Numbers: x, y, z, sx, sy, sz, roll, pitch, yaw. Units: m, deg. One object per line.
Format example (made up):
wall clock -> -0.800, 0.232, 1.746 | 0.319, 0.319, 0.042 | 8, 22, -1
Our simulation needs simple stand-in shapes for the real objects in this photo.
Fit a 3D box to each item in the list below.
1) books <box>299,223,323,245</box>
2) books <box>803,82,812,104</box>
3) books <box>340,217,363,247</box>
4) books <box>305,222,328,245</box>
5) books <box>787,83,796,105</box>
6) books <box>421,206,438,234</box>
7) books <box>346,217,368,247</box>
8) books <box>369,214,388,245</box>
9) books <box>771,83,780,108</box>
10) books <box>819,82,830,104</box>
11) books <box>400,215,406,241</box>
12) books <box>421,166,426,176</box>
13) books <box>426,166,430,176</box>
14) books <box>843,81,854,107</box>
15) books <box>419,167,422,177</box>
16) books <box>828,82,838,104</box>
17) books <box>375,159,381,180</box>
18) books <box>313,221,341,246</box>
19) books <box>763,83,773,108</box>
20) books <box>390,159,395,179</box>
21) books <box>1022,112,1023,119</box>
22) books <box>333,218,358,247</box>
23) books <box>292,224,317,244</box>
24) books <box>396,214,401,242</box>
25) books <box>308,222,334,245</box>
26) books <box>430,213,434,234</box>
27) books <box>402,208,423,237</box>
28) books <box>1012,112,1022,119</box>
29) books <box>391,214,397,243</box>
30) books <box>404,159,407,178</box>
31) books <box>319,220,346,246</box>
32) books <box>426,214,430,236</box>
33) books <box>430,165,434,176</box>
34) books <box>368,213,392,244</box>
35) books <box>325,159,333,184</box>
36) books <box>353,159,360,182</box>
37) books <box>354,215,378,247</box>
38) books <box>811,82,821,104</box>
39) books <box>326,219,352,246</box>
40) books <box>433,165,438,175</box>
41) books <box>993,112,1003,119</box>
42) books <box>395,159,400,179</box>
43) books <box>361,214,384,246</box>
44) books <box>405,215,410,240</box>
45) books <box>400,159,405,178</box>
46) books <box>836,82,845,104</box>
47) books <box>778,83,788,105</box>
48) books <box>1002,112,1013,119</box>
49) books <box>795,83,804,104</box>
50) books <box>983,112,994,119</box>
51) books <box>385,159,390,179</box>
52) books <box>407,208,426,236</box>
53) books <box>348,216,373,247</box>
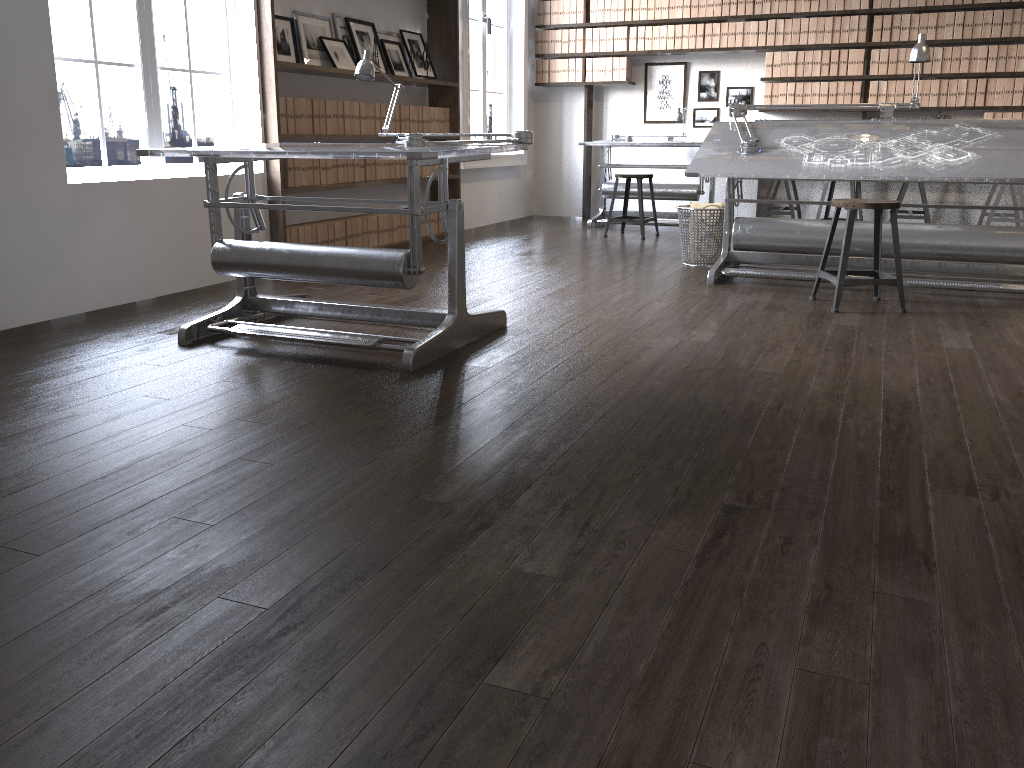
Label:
books -> -1.355, -0.957, 5.927 | 0.175, 0.223, 0.067 | 6, 14, 22
books -> 2.681, -2.610, 8.019 | 0.067, 0.223, 0.176 | 5, 15, 22
books -> -1.167, -1.081, 6.374 | 0.175, 0.223, 0.067 | 6, 14, 22
books -> -1.334, -0.974, 5.990 | 0.175, 0.223, 0.067 | 6, 14, 22
books -> 2.550, -2.623, 8.067 | 0.067, 0.223, 0.176 | 5, 15, 22
books -> -0.715, -1.377, 7.433 | 0.175, 0.223, 0.067 | 6, 14, 22
books -> -1.139, -1.097, 6.429 | 0.175, 0.223, 0.067 | 6, 14, 22
books -> -1.029, -1.170, 6.693 | 0.175, 0.223, 0.067 | 6, 14, 22
books -> 2.426, -2.638, 8.121 | 0.067, 0.223, 0.176 | 5, 15, 22
books -> 2.810, -2.593, 7.959 | 0.067, 0.223, 0.176 | 5, 15, 22
books -> -0.927, -1.238, 6.936 | 0.175, 0.223, 0.067 | 6, 14, 22
books -> -0.785, -1.791, 7.147 | 0.175, 0.223, 0.067 | 6, 14, 22
books -> -0.759, -1.809, 7.213 | 0.175, 0.223, 0.067 | 6, 14, 22
books -> 2.998, -2.573, 7.890 | 0.067, 0.223, 0.176 | 5, 15, 22
books -> -0.816, -1.774, 7.086 | 0.175, 0.223, 0.067 | 6, 14, 22
books -> 2.876, -2.585, 7.932 | 0.067, 0.223, 0.176 | 5, 15, 22
books -> -1.056, -1.614, 6.513 | 0.175, 0.223, 0.067 | 6, 14, 22
books -> -1.276, -1.010, 6.116 | 0.175, 0.223, 0.067 | 6, 14, 22
books -> 2.363, -2.644, 8.142 | 0.067, 0.223, 0.176 | 5, 15, 22
books -> -0.979, -1.668, 6.706 | 0.175, 0.223, 0.067 | 6, 14, 22
books -> 4.294, -2.160, 7.421 | 0.067, 0.223, 0.176 | 5, 15, 22
books -> -1.195, -1.065, 6.316 | 0.175, 0.223, 0.067 | 6, 14, 22
books -> -1.385, -0.941, 5.869 | 0.175, 0.223, 0.067 | 6, 14, 22
books -> -0.956, -1.221, 6.874 | 0.175, 0.223, 0.067 | 6, 14, 22
books -> -1.307, -0.992, 6.054 | 0.175, 0.223, 0.067 | 6, 14, 22
books -> -0.738, -1.358, 7.368 | 0.175, 0.223, 0.067 | 6, 14, 22
books -> -0.817, -1.306, 7.179 | 0.175, 0.223, 0.067 | 6, 14, 22
books -> 4.227, -2.166, 7.443 | 0.067, 0.223, 0.176 | 5, 15, 22
books -> -0.976, -1.202, 6.808 | 0.175, 0.223, 0.067 | 6, 14, 22
books -> -0.893, -1.720, 6.893 | 0.175, 0.223, 0.067 | 6, 14, 22
books -> -1.252, -1.028, 6.182 | 0.175, 0.223, 0.067 | 6, 14, 22
books -> -0.769, -1.341, 7.306 | 0.175, 0.223, 0.067 | 6, 14, 22
books -> -0.736, -1.825, 7.271 | 0.175, 0.223, 0.067 | 6, 14, 22
books -> -1.006, -1.186, 6.750 | 0.175, 0.223, 0.067 | 6, 14, 22
books -> -1.301, -1.458, 5.952 | 0.175, 0.223, 0.067 | 6, 14, 22
books -> -1.169, -1.543, 6.257 | 0.175, 0.223, 0.067 | 6, 14, 22
books -> -1.086, -1.133, 6.561 | 0.175, 0.223, 0.067 | 6, 14, 22
books -> 2.744, -2.601, 7.990 | 0.067, 0.223, 0.176 | 5, 15, 22
books -> -1.218, -1.046, 6.247 | 0.175, 0.223, 0.067 | 6, 14, 22
books -> -0.706, -1.841, 7.329 | 0.175, 0.223, 0.067 | 6, 14, 22
books -> 4.098, -2.182, 7.500 | 0.067, 0.223, 0.176 | 5, 15, 22
books -> -0.950, -1.687, 6.773 | 0.175, 0.223, 0.067 | 6, 14, 22
books -> -1.055, -1.152, 6.627 | 0.175, 0.223, 0.067 | 6, 14, 22
books -> -0.896, -1.255, 6.998 | 0.175, 0.223, 0.067 | 6, 14, 22
books -> -0.921, -1.702, 6.828 | 0.175, 0.223, 0.067 | 6, 14, 22
books -> 2.936, -2.579, 7.912 | 0.067, 0.223, 0.176 | 5, 15, 22
books -> 2.484, -2.631, 8.096 | 0.067, 0.223, 0.176 | 5, 15, 22
books -> 4.163, -2.175, 7.474 | 0.067, 0.223, 0.176 | 5, 15, 22
books -> 2.616, -2.616, 8.044 | 0.067, 0.223, 0.176 | 5, 15, 22
books -> 4.033, -2.188, 7.520 | 0.067, 0.223, 0.176 | 5, 15, 22
books -> -1.008, -1.651, 6.644 | 0.175, 0.223, 0.067 | 6, 14, 22
books -> -0.796, -1.323, 7.242 | 0.175, 0.223, 0.067 | 6, 14, 22
books -> -1.111, -1.115, 6.494 | 0.175, 0.223, 0.067 | 6, 14, 22
